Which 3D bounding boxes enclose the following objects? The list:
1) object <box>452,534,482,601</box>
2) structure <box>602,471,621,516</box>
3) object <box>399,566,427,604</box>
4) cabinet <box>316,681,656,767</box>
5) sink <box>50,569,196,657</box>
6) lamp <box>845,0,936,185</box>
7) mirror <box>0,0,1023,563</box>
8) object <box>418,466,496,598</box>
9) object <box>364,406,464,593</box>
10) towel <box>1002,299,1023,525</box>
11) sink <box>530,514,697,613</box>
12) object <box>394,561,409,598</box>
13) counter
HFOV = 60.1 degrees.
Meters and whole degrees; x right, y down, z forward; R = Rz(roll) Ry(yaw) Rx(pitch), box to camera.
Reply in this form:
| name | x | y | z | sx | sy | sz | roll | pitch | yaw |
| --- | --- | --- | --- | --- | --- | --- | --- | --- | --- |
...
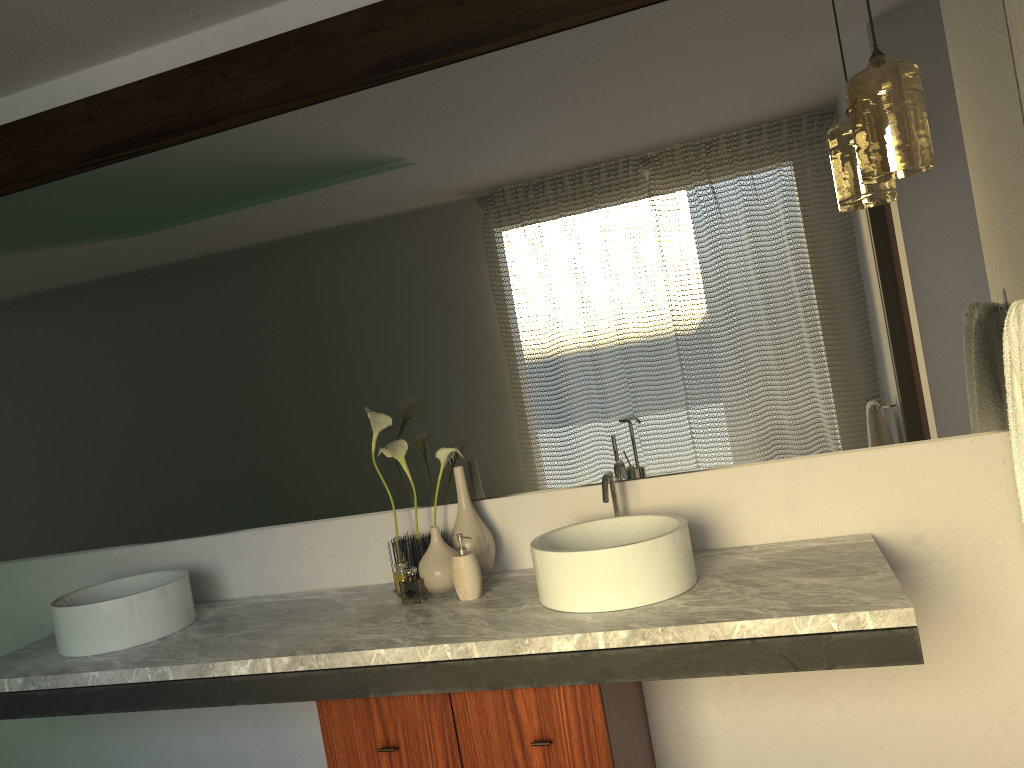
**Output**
| name | x | y | z | sx | sy | sz | roll | pitch | yaw |
| --- | --- | --- | --- | --- | --- | --- | --- | --- | --- |
| object | -0.114 | 0.443 | 2.157 | 0.070 | 0.158 | 0.070 | -10 | 0 | -1 |
| structure | 0.233 | 0.339 | 2.172 | 0.067 | 0.242 | 0.162 | -10 | 1 | 19 |
| object | -0.249 | 0.499 | 2.204 | 0.058 | 0.090 | 0.038 | -10 | 1 | 27 |
| cabinet | -0.032 | 0.912 | 2.145 | 0.668 | 0.599 | 0.505 | -10 | 1 | 17 |
| sink | -1.059 | 0.620 | 2.423 | 0.363 | 0.131 | 0.352 | -10 | 1 | 19 |
| lamp | 0.714 | -0.854 | 1.808 | 0.136 | 0.867 | 0.142 | -10 | 0 | -31 |
| mirror | -0.800 | -0.149 | 2.577 | 4.137 | 1.152 | 0.017 | -10 | 0 | 18 |
| object | -0.154 | 0.375 | 2.283 | 0.123 | 0.305 | 0.234 | -10 | 1 | 43 |
| object | -0.238 | 0.288 | 2.337 | 0.242 | 0.504 | 0.189 | -10 | 0 | -5 |
| towel | 1.087 | 0.141 | 1.768 | 0.165 | 0.636 | 0.252 | -10 | 1 | 34 |
| sink | 0.228 | 0.399 | 2.007 | 0.356 | 0.131 | 0.359 | -10 | 1 | -6 |
| object | -0.276 | 0.504 | 2.274 | 0.038 | 0.092 | 0.067 | -10 | 1 | -24 |
| counter | -0.291 | 0.606 | 2.168 | 2.291 | 0.101 | 0.579 | -10 | 1 | 18 |
